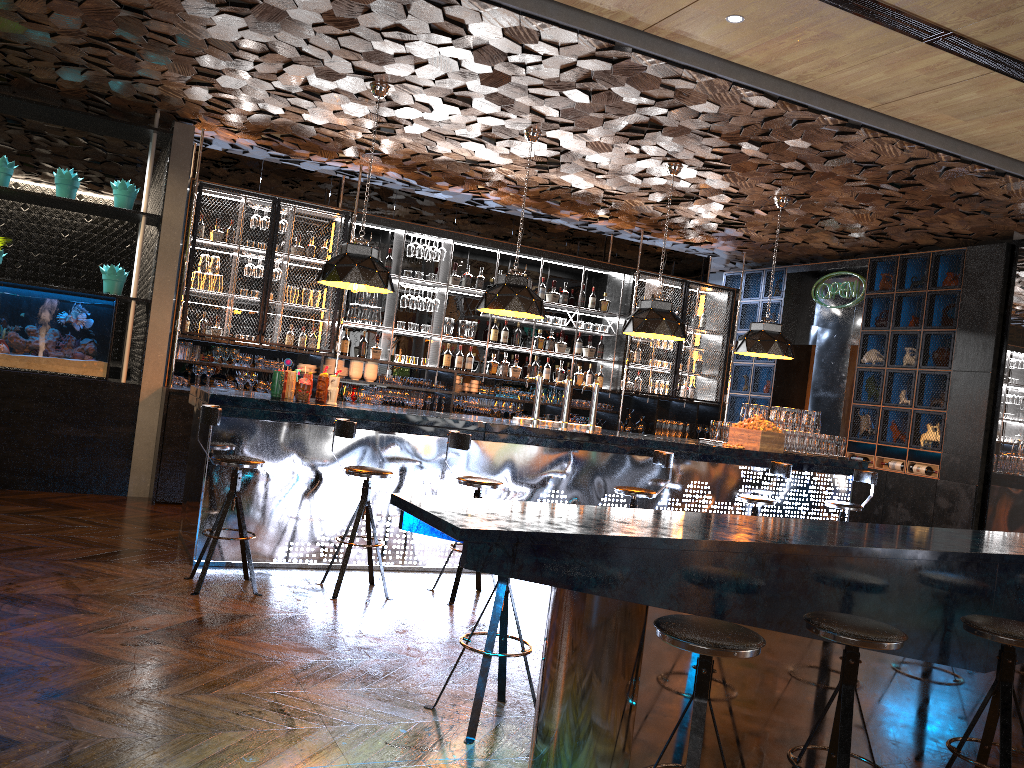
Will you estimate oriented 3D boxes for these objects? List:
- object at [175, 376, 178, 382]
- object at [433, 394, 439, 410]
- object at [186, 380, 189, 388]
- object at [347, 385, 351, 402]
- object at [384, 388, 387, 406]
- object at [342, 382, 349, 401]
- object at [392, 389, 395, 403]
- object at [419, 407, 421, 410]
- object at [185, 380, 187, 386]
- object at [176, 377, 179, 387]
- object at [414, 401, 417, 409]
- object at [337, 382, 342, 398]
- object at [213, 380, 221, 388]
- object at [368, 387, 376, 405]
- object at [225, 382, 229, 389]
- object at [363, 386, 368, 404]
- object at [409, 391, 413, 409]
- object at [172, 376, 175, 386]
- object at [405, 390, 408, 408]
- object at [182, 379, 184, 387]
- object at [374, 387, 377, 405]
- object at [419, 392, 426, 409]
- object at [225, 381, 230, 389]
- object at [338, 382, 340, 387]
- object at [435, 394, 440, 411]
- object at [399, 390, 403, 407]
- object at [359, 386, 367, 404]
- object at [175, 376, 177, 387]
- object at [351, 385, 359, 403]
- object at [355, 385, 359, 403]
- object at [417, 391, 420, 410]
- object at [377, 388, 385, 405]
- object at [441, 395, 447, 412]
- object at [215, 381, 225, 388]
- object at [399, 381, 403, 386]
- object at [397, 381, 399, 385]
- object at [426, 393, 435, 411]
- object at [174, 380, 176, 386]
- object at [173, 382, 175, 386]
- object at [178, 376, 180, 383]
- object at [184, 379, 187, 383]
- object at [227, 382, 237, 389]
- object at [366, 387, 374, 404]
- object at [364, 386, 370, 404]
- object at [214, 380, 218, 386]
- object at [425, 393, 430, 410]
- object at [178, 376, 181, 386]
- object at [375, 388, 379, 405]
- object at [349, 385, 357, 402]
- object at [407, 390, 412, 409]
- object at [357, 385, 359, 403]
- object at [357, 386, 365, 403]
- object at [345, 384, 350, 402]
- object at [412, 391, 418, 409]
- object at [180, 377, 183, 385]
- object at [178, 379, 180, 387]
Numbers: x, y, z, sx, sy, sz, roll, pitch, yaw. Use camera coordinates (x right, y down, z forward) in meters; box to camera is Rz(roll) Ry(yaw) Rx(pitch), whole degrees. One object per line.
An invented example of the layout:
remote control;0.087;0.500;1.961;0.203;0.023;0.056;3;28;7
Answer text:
object;-3.281;-0.023;8.673;0.033;0.101;0.033;7;-1;-34
object;-0.873;0.222;10.017;0.071;0.217;0.071;7;0;-17
object;-3.157;0.001;8.616;0.034;0.080;0.034;7;0;-12
object;-1.737;0.114;9.537;0.082;0.213;0.082;7;0;24
object;-1.376;0.158;9.657;0.084;0.216;0.084;7;0;-14
object;-1.768;0.101;9.352;0.073;0.229;0.073;7;-1;-37
object;-1.293;0.168;9.693;0.084;0.216;0.084;7;-1;-33
object;-1.025;0.203;9.971;0.092;0.218;0.092;7;0;25
object;-3.177;-0.001;8.655;0.034;0.080;0.034;7;0;29
object;-3.246;-0.020;8.598;0.033;0.101;0.033;7;0;-1
object;-1.080;0.196;9.943;0.092;0.218;0.092;7;0;25
object;-1.846;0.091;9.395;0.073;0.229;0.073;7;-1;-37
object;-2.974;0.013;8.964;0.093;0.101;0.093;7;-1;-39
object;-1.493;0.144;9.458;0.082;0.213;0.082;7;0;8
object;-2.839;0.029;8.914;0.093;0.101;0.093;7;0;-5
object;-1.603;0.132;9.701;0.082;0.213;0.082;7;0;-26
object;-1.104;0.187;9.767;0.071;0.226;0.071;7;-1;36
object;-3.293;-0.025;8.606;0.028;0.097;0.028;7;-1;-36
object;-1.183;0.179;9.920;0.071;0.226;0.071;7;-1;36
object;-3.273;-0.012;8.855;0.034;0.080;0.034;7;0;-16
object;-1.480;0.147;9.662;0.082;0.213;0.082;7;-1;-38
object;-0.984;0.202;9.688;0.071;0.226;0.071;7;-1;36
object;-2.878;0.025;9.007;0.093;0.101;0.093;7;0;-11
object;-1.858;0.089;9.313;0.073;0.229;0.073;7;-1;-37
object;-0.840;0.225;9.853;0.071;0.217;0.071;7;0;-17
object;-1.219;0.178;9.736;0.084;0.216;0.084;7;0;17
object;-1.586;0.132;9.413;0.082;0.213;0.082;7;0;4
object;-3.263;-0.022;8.639;0.033;0.101;0.033;7;-1;45
object;-1.666;0.122;9.375;0.082;0.213;0.082;7;0;4
object;-1.692;0.121;9.655;0.082;0.213;0.082;7;0;5
object;-1.018;0.198;9.761;0.071;0.226;0.071;7;-1;36
object;-1.409;0.155;9.496;0.082;0.213;0.082;7;0;4
object;-0.767;0.234;9.845;0.071;0.217;0.071;7;0;-17
object;-2.885;0.022;8.773;0.093;0.101;0.093;7;-1;32
object;-1.203;-0.008;9.614;0.049;0.048;0.044;7;0;17
object;-1.228;-0.011;9.665;0.044;0.048;0.049;7;0;7
object;-0.909;0.216;9.758;0.092;0.218;0.092;7;0;25
object;-3.319;-0.028;8.749;0.033;0.101;0.033;7;0;-21
object;-3.354;-0.031;8.828;0.033;0.101;0.033;7;0;4
object;-3.315;-0.026;8.836;0.031;0.098;0.031;7;0;21
object;-3.217;-0.005;8.735;0.034;0.080;0.034;7;0;-17
object;-2.788;0.035;8.821;0.093;0.101;0.093;7;0;27
object;-1.528;0.140;9.538;0.082;0.213;0.082;7;-1;44
object;-1.567;0.136;9.619;0.082;0.213;0.082;7;0;6
object;-2.931;0.018;8.869;0.093;0.101;0.093;7;0;25
object;-0.941;0.213;9.863;0.092;0.218;0.092;7;0;25
object;-3.331;-0.028;8.867;0.031;0.098;0.031;7;0;-21
object;-1.442;0.151;9.581;0.082;0.213;0.082;7;-1;-44
object;-1.702;0.118;9.457;0.082;0.213;0.082;7;-1;-33
object;-1.140;0.184;9.853;0.071;0.226;0.071;7;-1;36
object;-1.651;0.125;9.580;0.082;0.213;0.082;7;0;-5
object;-1.618;0.129;9.494;0.082;0.213;0.082;7;-1;41
object;-1.779;0.110;9.616;0.082;0.213;0.082;7;-1;41
object;-1.066;0.191;9.692;0.071;0.226;0.071;7;-1;36
object;-3.217;-0.016;8.631;0.031;0.098;0.031;7;0;13
object;-3.265;-0.021;8.733;0.031;0.098;0.031;7;0;19
